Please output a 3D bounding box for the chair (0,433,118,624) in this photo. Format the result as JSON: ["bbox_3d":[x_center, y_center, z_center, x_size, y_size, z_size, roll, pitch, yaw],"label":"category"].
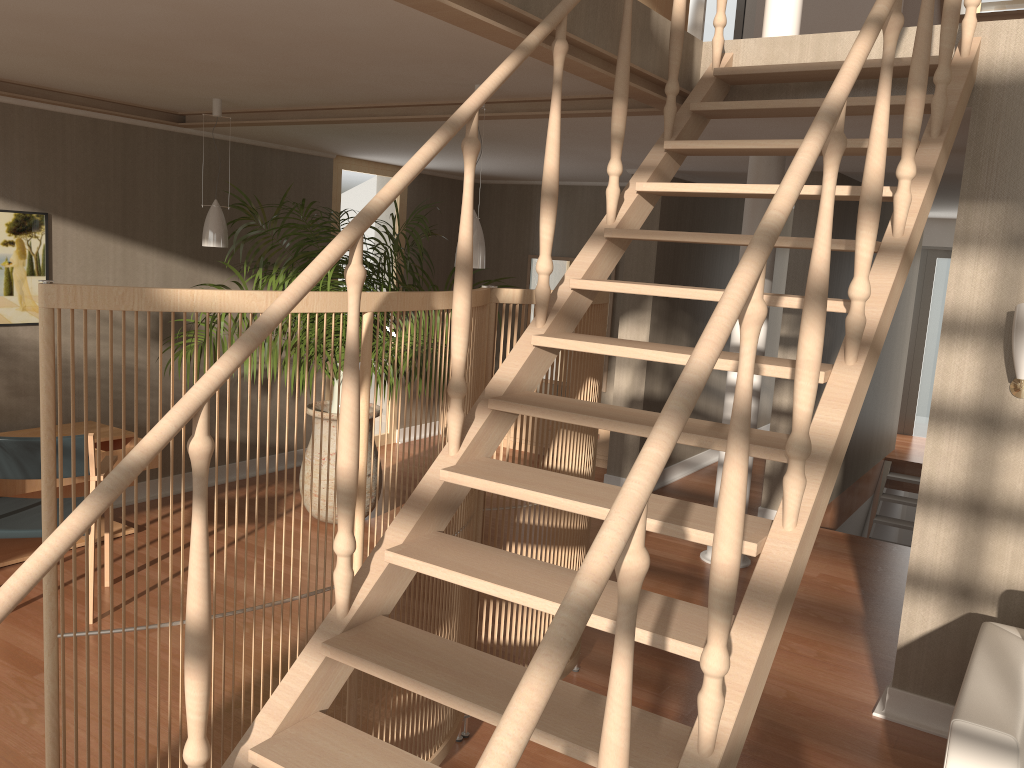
[{"bbox_3d":[-2.153,0.605,4.064,0.582,0.856,0.509,1,9,-17],"label":"chair"}]

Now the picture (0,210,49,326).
[{"bbox_3d":[-3.006,-0.596,4.516,0.010,0.633,1.317,9,10,32],"label":"picture"}]

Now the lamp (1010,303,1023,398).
[{"bbox_3d":[1.841,-0.115,3.171,0.112,0.353,0.153,9,10,32],"label":"lamp"}]

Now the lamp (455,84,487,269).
[{"bbox_3d":[-0.165,-0.923,3.972,0.139,0.800,0.139,0,9,-22],"label":"lamp"}]

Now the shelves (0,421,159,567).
[{"bbox_3d":[-2.697,0.627,4.501,0.658,0.590,1.600,9,10,32],"label":"shelves"}]

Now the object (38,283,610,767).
[{"bbox_3d":[-0.266,0.478,2.769,0.233,1.542,2.229,10,11,37],"label":"object"}]

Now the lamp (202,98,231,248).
[{"bbox_3d":[-1.635,-1.162,4.904,0.139,0.800,0.139,5,9,7],"label":"lamp"}]

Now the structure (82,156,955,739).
[{"bbox_3d":[1.657,-0.011,4.174,8.342,2.533,10.775,9,10,32],"label":"structure"}]

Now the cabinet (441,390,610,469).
[{"bbox_3d":[0.271,0.374,7.954,1.911,0.458,0.500,9,10,32],"label":"cabinet"}]

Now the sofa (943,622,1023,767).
[{"bbox_3d":[2.182,1.205,2.389,1.781,0.740,0.905,9,10,32],"label":"sofa"}]

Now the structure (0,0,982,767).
[{"bbox_3d":[0.377,-0.340,2.304,1.000,3.578,3.150,9,10,32],"label":"structure"}]

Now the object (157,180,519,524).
[{"bbox_3d":[-1.090,-0.069,5.588,2.109,2.304,2.157,7,9,21],"label":"object"}]

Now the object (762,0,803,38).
[{"bbox_3d":[1.548,-2.782,4.797,0.200,2.400,0.200,9,10,32],"label":"object"}]

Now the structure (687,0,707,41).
[{"bbox_3d":[-1.506,-1.989,3.261,3.475,0.900,3.300,9,10,32],"label":"structure"}]
